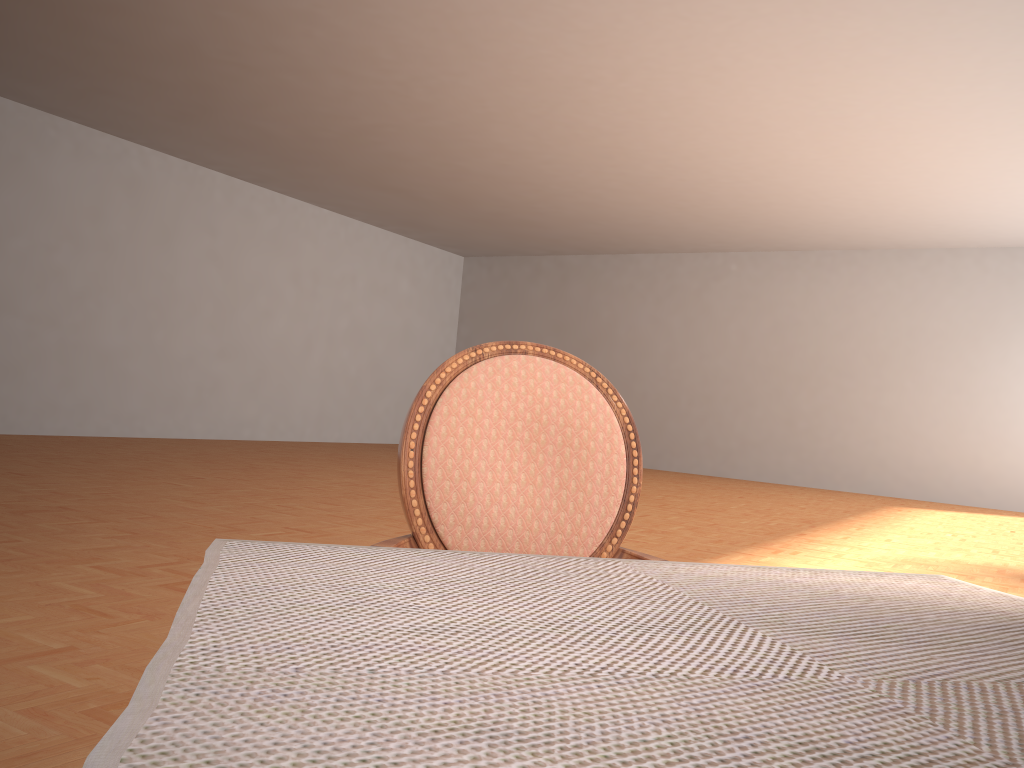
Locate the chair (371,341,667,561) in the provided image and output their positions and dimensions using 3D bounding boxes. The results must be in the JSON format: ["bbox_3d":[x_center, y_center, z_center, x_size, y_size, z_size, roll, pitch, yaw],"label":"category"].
[{"bbox_3d":[0.040,0.392,1.174,0.521,0.931,0.593,5,-1,-14],"label":"chair"}]

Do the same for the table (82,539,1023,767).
[{"bbox_3d":[0.166,0.509,0.511,0.831,0.677,0.829,5,-2,-14],"label":"table"}]
